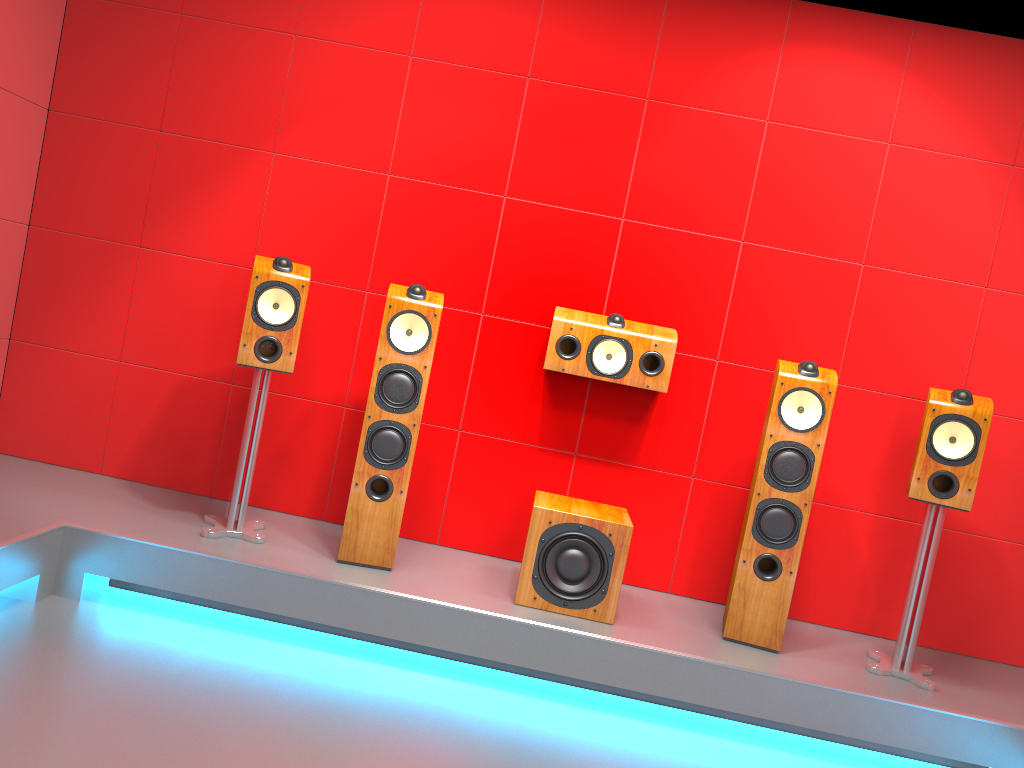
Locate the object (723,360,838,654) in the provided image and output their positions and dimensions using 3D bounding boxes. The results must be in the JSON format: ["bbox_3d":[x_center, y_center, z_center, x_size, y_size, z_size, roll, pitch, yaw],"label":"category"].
[{"bbox_3d":[0.986,0.432,3.276,0.203,1.052,0.238,12,3,13],"label":"object"}]

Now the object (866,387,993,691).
[{"bbox_3d":[1.523,0.538,3.227,0.231,1.058,0.265,12,3,23],"label":"object"}]

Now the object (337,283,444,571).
[{"bbox_3d":[-0.450,0.147,3.323,0.203,1.052,0.238,11,3,-7],"label":"object"}]

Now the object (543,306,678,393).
[{"bbox_3d":[0.397,-0.148,3.586,0.493,0.271,0.235,11,3,3],"label":"object"}]

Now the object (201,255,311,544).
[{"bbox_3d":[-0.956,0.043,3.348,0.231,1.058,0.265,10,3,-17],"label":"object"}]

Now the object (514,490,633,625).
[{"bbox_3d":[0.226,0.634,3.301,0.360,0.360,0.360,11,3,3],"label":"object"}]
